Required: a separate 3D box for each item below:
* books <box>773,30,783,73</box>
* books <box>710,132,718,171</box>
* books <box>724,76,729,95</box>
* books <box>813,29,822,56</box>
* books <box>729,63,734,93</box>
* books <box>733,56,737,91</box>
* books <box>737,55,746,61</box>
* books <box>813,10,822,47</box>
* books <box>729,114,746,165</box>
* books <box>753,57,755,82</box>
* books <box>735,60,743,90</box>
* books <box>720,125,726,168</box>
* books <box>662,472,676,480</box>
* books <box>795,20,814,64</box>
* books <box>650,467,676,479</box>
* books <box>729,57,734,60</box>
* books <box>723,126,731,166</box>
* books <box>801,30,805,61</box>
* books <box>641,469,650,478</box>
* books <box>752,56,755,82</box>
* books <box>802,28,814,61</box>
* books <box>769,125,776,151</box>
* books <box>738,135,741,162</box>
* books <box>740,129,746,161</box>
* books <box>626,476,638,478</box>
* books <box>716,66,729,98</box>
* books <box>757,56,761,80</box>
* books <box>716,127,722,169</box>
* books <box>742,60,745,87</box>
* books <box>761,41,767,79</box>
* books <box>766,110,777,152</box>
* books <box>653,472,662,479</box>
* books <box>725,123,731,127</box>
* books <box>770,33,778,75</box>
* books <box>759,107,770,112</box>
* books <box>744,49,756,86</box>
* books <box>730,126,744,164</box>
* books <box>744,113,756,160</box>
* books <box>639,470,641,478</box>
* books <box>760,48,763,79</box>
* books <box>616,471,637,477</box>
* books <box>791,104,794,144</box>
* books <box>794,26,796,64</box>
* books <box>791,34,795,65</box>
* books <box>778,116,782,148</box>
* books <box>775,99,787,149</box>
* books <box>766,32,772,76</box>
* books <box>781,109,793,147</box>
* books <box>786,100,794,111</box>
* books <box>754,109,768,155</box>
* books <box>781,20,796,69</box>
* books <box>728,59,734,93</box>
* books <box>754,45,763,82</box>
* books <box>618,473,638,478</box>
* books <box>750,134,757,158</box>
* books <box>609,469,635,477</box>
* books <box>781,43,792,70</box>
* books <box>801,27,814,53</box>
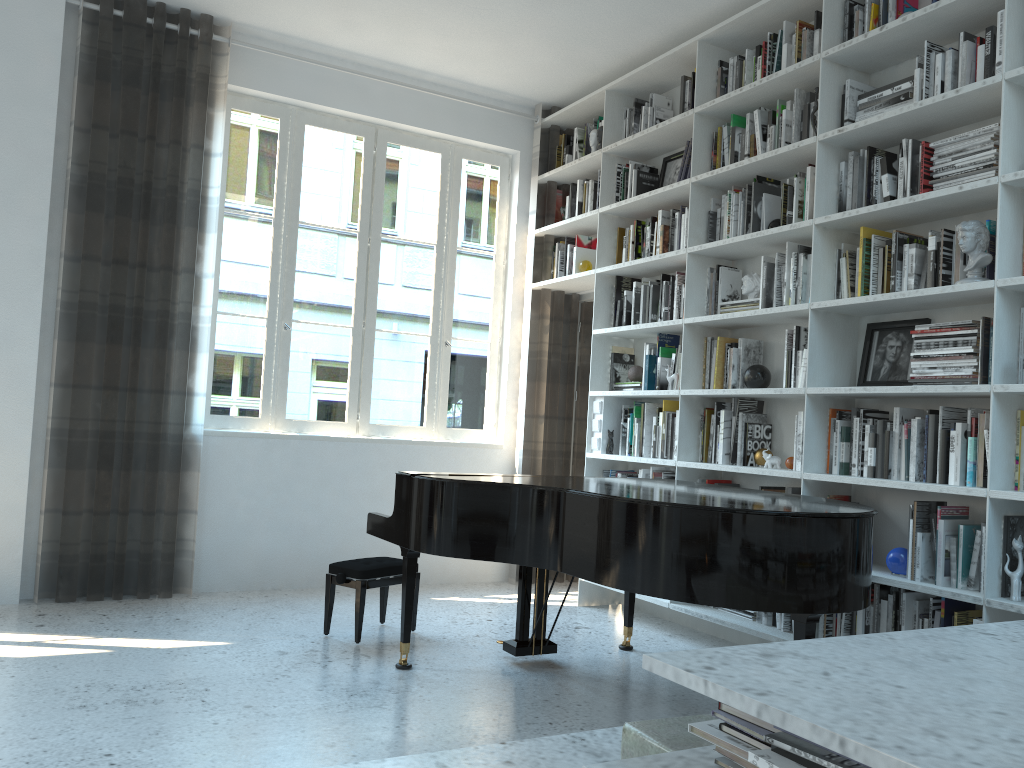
[{"bbox_3d":[1.347,-1.565,4.324,0.172,0.272,0.052,5,-3,-29],"label":"books"},{"bbox_3d":[1.120,-1.183,4.672,0.175,0.256,0.023,5,-3,-29],"label":"books"},{"bbox_3d":[1.174,-1.512,4.670,0.133,0.183,0.024,5,-3,-29],"label":"books"},{"bbox_3d":[1.466,-1.525,4.100,0.177,0.184,0.031,5,-3,-29],"label":"books"},{"bbox_3d":[1.200,-1.533,4.598,0.181,0.220,0.023,5,-3,-29],"label":"books"},{"bbox_3d":[1.214,-1.548,4.579,0.170,0.251,0.023,5,-3,-29],"label":"books"},{"bbox_3d":[1.219,-1.548,4.562,0.174,0.249,0.012,5,-3,-29],"label":"books"},{"bbox_3d":[1.464,-1.574,4.124,0.159,0.285,0.013,5,-3,-29],"label":"books"},{"bbox_3d":[1.188,-1.215,4.559,0.171,0.315,0.012,5,-3,-29],"label":"books"},{"bbox_3d":[1.280,-1.531,4.491,0.150,0.216,0.012,5,-3,-29],"label":"books"},{"bbox_3d":[1.217,-1.529,4.537,0.178,0.208,0.029,5,-3,-29],"label":"books"},{"bbox_3d":[1.153,-1.199,4.641,0.148,0.287,0.010,5,-3,-29],"label":"books"},{"bbox_3d":[0.887,0.637,4.863,0.172,0.301,0.013,5,-3,-29],"label":"books"},{"bbox_3d":[1.414,-1.564,4.193,0.192,0.266,0.014,5,-3,-29],"label":"books"},{"bbox_3d":[0.835,0.625,4.935,0.170,0.325,0.014,5,-3,-29],"label":"books"},{"bbox_3d":[1.196,-1.559,4.657,0.141,0.279,0.021,5,-3,-29],"label":"books"},{"bbox_3d":[1.177,-1.192,4.610,0.168,0.274,0.067,5,-3,-29],"label":"books"},{"bbox_3d":[1.424,-1.535,4.158,0.178,0.207,0.013,5,-3,-29],"label":"books"},{"bbox_3d":[0.791,0.636,5.023,0.172,0.307,0.039,5,-3,-29],"label":"books"},{"bbox_3d":[1.278,-1.540,4.512,0.129,0.234,0.025,5,-3,-29],"label":"books"},{"bbox_3d":[1.431,-1.533,4.140,0.187,0.200,0.026,5,-3,-29],"label":"books"},{"bbox_3d":[1.324,-1.151,4.320,0.168,0.180,0.028,5,-3,-29],"label":"books"},{"bbox_3d":[1.221,-1.158,4.522,0.153,0.201,0.024,5,-3,-29],"label":"books"},{"bbox_3d":[1.228,-1.167,4.496,0.157,0.218,0.029,5,-3,-29],"label":"books"},{"bbox_3d":[0.732,0.663,5.122,0.189,0.257,0.013,5,-3,-29],"label":"books"},{"bbox_3d":[1.149,-1.540,4.687,0.156,0.237,0.029,5,-3,-29],"label":"books"},{"bbox_3d":[1.294,-1.526,4.443,0.152,0.201,0.030,5,-3,-29],"label":"books"},{"bbox_3d":[1.142,-1.196,4.664,0.158,0.283,0.013,5,-3,-29],"label":"books"},{"bbox_3d":[1.239,-1.528,4.524,0.166,0.207,0.015,5,-3,-29],"label":"books"},{"bbox_3d":[1.309,-1.552,4.399,0.183,0.251,0.013,5,-3,-29],"label":"books"},{"bbox_3d":[1.320,-1.193,4.349,0.168,0.265,0.027,5,-3,-29],"label":"books"},{"bbox_3d":[0.847,0.640,4.928,0.176,0.295,0.012,5,-3,-29],"label":"books"},{"bbox_3d":[1.168,-1.208,4.663,0.130,0.309,0.014,5,-3,-29],"label":"books"},{"bbox_3d":[1.334,-1.565,4.353,0.164,0.276,0.013,5,-3,-29],"label":"books"},{"bbox_3d":[1.284,-1.216,4.438,0.135,0.315,0.013,5,-3,-29],"label":"books"},{"bbox_3d":[1.248,-1.556,4.515,0.160,0.264,0.010,5,-3,-29],"label":"books"},{"bbox_3d":[1.197,-1.178,4.540,0.181,0.241,0.031,5,-3,-29],"label":"books"},{"bbox_3d":[1.243,-1.205,4.475,0.156,0.293,0.023,5,-3,-29],"label":"books"},{"bbox_3d":[0.785,0.642,5.070,0.142,0.299,0.027,5,-3,-29],"label":"books"},{"bbox_3d":[1.302,-1.543,4.423,0.154,0.234,0.013,5,-3,-29],"label":"books"},{"bbox_3d":[0.673,0.659,5.274,0.150,0.273,0.010,5,-3,-29],"label":"books"},{"bbox_3d":[1.391,-1.193,4.219,0.135,0.260,0.028,5,-3,-29],"label":"books"},{"bbox_3d":[1.410,-1.563,4.240,0.156,0.269,0.014,5,-3,-29],"label":"books"},{"bbox_3d":[1.399,-1.546,4.256,0.134,0.235,0.026,5,-3,-29],"label":"books"},{"bbox_3d":[1.351,-1.167,4.272,0.173,0.208,0.010,5,-3,-29],"label":"books"},{"bbox_3d":[1.337,-1.215,4.305,0.145,0.307,0.012,5,-3,-29],"label":"books"},{"bbox_3d":[1.318,-1.576,4.390,0.151,0.298,0.010,5,-3,-29],"label":"books"},{"bbox_3d":[1.362,-1.177,4.231,0.191,0.226,0.021,5,-3,-29],"label":"books"},{"bbox_3d":[1.373,-1.205,4.264,0.137,0.286,0.026,5,-3,-29],"label":"books"},{"bbox_3d":[1.282,-1.203,4.387,0.178,0.285,0.075,5,-3,-29],"label":"books"},{"bbox_3d":[1.375,-1.585,4.302,0.166,0.315,0.014,5,-3,-29],"label":"books"},{"bbox_3d":[1.191,-1.549,4.624,0.145,0.254,0.031,5,-3,-29],"label":"books"},{"bbox_3d":[1.290,-1.558,4.474,0.151,0.268,0.028,5,-3,-29],"label":"books"},{"bbox_3d":[0.691,0.660,5.209,0.171,0.266,0.029,5,-3,-29],"label":"books"},{"bbox_3d":[1.262,-1.148,4.452,0.160,0.180,0.034,5,-3,-29],"label":"books"},{"bbox_3d":[0.640,0.653,5.292,0.172,0.283,0.052,5,-3,-29],"label":"books"},{"bbox_3d":[1.376,-1.524,4.276,0.181,0.190,0.031,5,-3,-29],"label":"books"},{"bbox_3d":[1.428,-1.545,4.180,0.161,0.228,0.021,5,-3,-29],"label":"books"}]
